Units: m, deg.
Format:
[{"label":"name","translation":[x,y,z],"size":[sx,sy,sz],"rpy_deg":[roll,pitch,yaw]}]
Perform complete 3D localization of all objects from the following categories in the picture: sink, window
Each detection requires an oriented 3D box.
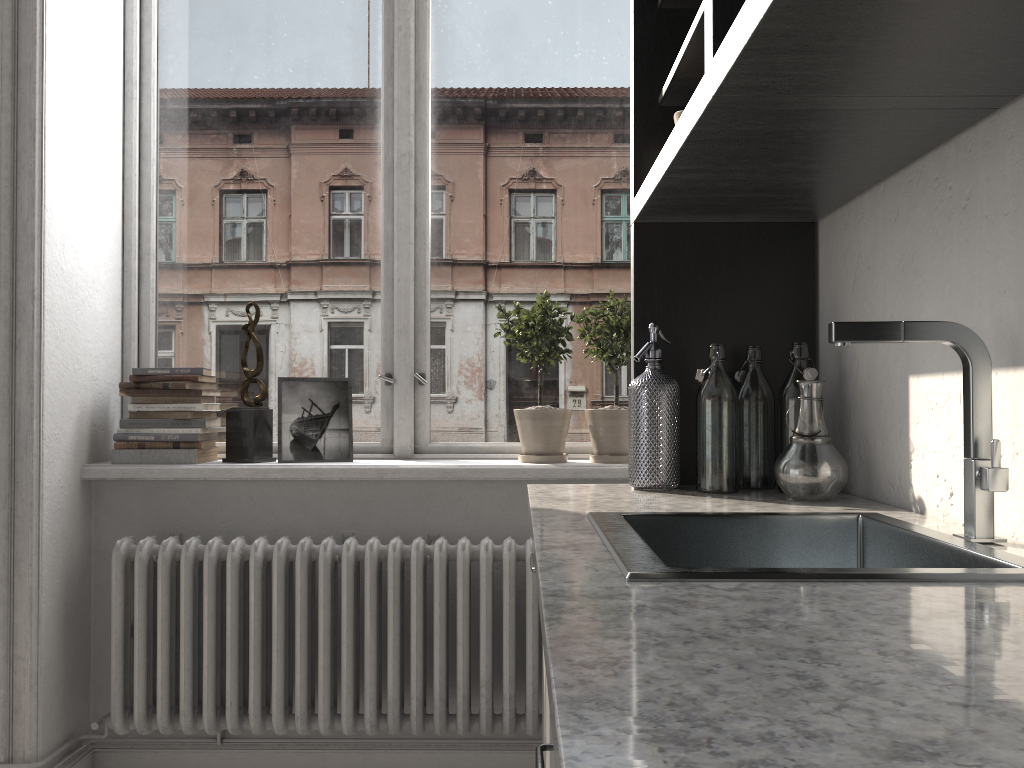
[{"label":"sink","translation":[0.375,0.170,1.160],"size":[0.514,0.504,0.526],"rpy_deg":[0,-1,0]},{"label":"window","translation":[5.976,-5.500,5.878],"size":[14.385,15.933,26.402],"rpy_deg":[0,-1,0]}]

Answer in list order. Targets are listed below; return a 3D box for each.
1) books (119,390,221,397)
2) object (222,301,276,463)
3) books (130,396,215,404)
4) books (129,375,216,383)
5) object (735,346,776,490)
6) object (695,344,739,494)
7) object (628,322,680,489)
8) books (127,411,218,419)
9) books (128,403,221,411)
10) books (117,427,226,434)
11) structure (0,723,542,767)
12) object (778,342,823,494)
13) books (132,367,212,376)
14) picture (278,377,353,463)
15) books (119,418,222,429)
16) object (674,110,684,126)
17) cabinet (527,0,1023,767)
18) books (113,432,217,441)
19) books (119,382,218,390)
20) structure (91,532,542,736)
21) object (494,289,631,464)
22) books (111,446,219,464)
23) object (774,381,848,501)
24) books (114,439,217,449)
[{"label":"books","translation":[-1.029,0.028,2.685],"size":[0.244,0.019,0.174],"rpy_deg":[0,-1,0]},{"label":"object","translation":[-0.795,-0.008,2.689],"size":[0.122,0.488,0.102],"rpy_deg":[0,-1,25]},{"label":"books","translation":[-1.024,0.048,2.684],"size":[0.205,0.022,0.155],"rpy_deg":[0,-1,-5]},{"label":"books","translation":[-1.024,-0.015,2.686],"size":[0.205,0.020,0.155],"rpy_deg":[0,-1,0]},{"label":"object","translation":[0.515,0.070,1.884],"size":[0.086,0.301,0.086],"rpy_deg":[0,-1,15]},{"label":"object","translation":[0.418,0.069,1.806],"size":[0.086,0.301,0.086],"rpy_deg":[0,-1,-14]},{"label":"object","translation":[0.300,0.044,1.872],"size":[0.109,0.349,0.109],"rpy_deg":[0,-1,-18]},{"label":"books","translation":[-1.024,0.093,2.684],"size":[0.205,0.022,0.155],"rpy_deg":[0,-1,15]},{"label":"books","translation":[-1.020,0.070,2.690],"size":[0.222,0.024,0.158],"rpy_deg":[0,-1,0]},{"label":"books","translation":[-1.028,0.139,2.686],"size":[0.255,0.014,0.192],"rpy_deg":[0,-1,4]},{"label":"structure","translation":[-2.214,-1.051,2.478],"size":[5.182,4.473,0.340],"rpy_deg":[0,-1,1]},{"label":"object","translation":[0.578,0.068,1.777],"size":[0.086,0.301,0.086],"rpy_deg":[1,-1,-44]},{"label":"books","translation":[-1.029,-0.037,2.696],"size":[0.201,0.024,0.159],"rpy_deg":[0,-1,-10]},{"label":"picture","translation":[-0.607,0.112,2.727],"size":[0.221,0.264,0.149],"rpy_deg":[0,-1,-16]},{"label":"books","translation":[-1.029,0.118,2.688],"size":[0.245,0.028,0.193],"rpy_deg":[0,-1,-5]},{"label":"object","translation":[0.388,-0.481,1.834],"size":[0.127,0.144,0.115],"rpy_deg":[0,-1,-21]},{"label":"cabinet","translation":[0.339,-0.652,0.408],"size":[0.635,3.582,3.251],"rpy_deg":[0,-1,0]},{"label":"books","translation":[-1.038,0.158,2.671],"size":[0.249,0.023,0.175],"rpy_deg":[0,-1,1]},{"label":"books","translation":[-1.037,0.006,2.686],"size":[0.231,0.023,0.162],"rpy_deg":[0,-1,16]},{"label":"structure","translation":[-0.370,0.704,2.513],"size":[1.577,0.552,0.194],"rpy_deg":[0,-1,0]},{"label":"object","translation":[0.190,-0.026,2.685],"size":[0.500,0.524,0.234],"rpy_deg":[0,-1,-10]},{"label":"books","translation":[-1.040,0.214,2.671],"size":[0.248,0.043,0.192],"rpy_deg":[0,-1,0]},{"label":"object","translation":[0.556,0.104,1.651],"size":[0.132,0.219,0.120],"rpy_deg":[0,-1,1]},{"label":"books","translation":[-1.038,0.181,2.671],"size":[0.249,0.023,0.175],"rpy_deg":[0,-1,-4]}]
